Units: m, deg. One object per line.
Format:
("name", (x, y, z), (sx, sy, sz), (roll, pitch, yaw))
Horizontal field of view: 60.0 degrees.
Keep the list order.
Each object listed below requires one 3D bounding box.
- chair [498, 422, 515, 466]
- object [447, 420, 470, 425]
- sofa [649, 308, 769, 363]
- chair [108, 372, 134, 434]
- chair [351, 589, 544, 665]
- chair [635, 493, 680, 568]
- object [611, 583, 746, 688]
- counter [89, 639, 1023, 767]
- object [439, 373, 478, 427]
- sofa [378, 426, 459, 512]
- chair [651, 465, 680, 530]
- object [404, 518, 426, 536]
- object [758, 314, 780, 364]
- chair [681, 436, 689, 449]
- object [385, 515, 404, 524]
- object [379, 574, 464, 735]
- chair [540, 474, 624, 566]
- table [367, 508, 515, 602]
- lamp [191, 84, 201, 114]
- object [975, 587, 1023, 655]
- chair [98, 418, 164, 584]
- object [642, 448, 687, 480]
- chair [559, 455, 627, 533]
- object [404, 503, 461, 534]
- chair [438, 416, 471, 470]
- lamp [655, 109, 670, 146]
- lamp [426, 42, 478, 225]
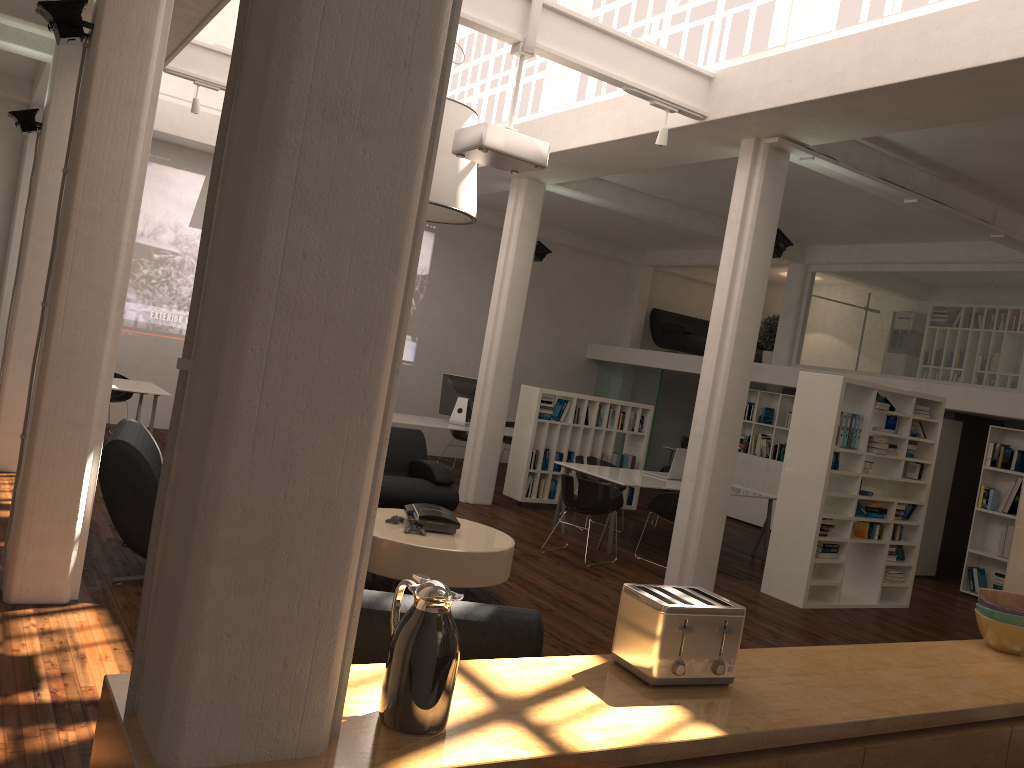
("chair", (0.003, 1.310, 18.424), (0.795, 1.004, 0.757), (10, 1, 13))
("object", (-0.832, 0.746, 16.566), (0.804, 0.032, 0.217), (10, 1, 13))
("sofa", (4.887, -0.999, 21.443), (3.087, 1.119, 1.467), (9, 2, -32))
("chair", (-6.442, 0.311, 13.901), (0.795, 1.004, 0.757), (9, 2, -42))
("chair", (-0.761, 1.429, 4.463), (1.454, 1.130, 1.481), (9, 1, -11))
("chair", (2.175, 1.838, 11.414), (0.795, 1.004, 0.757), (9, 2, -37))
("object", (0.617, 0.929, 3.274), (0.385, 0.296, 0.291), (9, 1, -27))
("counter", (1.826, 1.848, 3.993), (6.858, 1.141, 0.689), (9, 2, -32))
("object", (-0.896, 0.311, 16.171), (0.886, 0.888, 0.347), (10, 1, 13))
("sofa", (-2.277, 1.036, 10.659), (3.087, 1.119, 1.467), (9, 2, -32))
("chair", (2.680, 1.861, 14.238), (0.795, 1.004, 0.757), (10, 1, 3))
("object", (-0.865, 1.277, 7.937), (0.193, 0.099, 0.231), (9, 1, -9))
("object", (5.349, -0.858, 18.068), (0.770, 1.127, 0.793), (9, 2, -34))
("chair", (4.558, 1.926, 21.207), (0.994, 1.183, 0.991), (9, 2, -32))
("object", (-1.082, 1.252, 8.222), (0.119, 0.062, 0.193), (10, 1, 19))
("object", (-0.248, 0.746, 2.501), (0.201, 0.400, 0.232), (9, 1, -11))
("chair", (0.882, 1.629, 10.881), (0.795, 1.004, 0.757), (11, 2, 33))
("table", (-0.818, 1.619, 8.248), (1.616, 0.570, 1.616), (9, 2, -39))
("lamp", (-3.913, -3.538, 11.045), (0.117, 0.357, 0.136), (9, 1, -26))
("object", (2.581, 1.221, 4.613), (0.299, 0.332, 0.331), (10, 1, 14))
("chair", (-2.753, 1.018, 7.631), (1.481, 1.130, 1.454), (9, 1, -21))
("object", (2.391, 1.148, 13.063), (0.702, 0.470, 0.557), (9, 2, -42))
("chair", (1.232, 1.635, 13.272), (0.795, 1.004, 0.757), (9, 2, -32))
("object", (-0.755, 1.254, 8.299), (0.471, 0.163, 0.558), (9, 1, -12))
("chair", (-0.950, 1.167, 17.521), (0.795, 1.004, 0.757), (9, 2, -32))
("lamp", (1.530, -2.561, 8.898), (0.117, 0.357, 0.136), (9, 1, -26))
("lamp", (-0.698, -3.962, 9.396), (1.386, 4.284, 1.386), (9, 1, -18))
